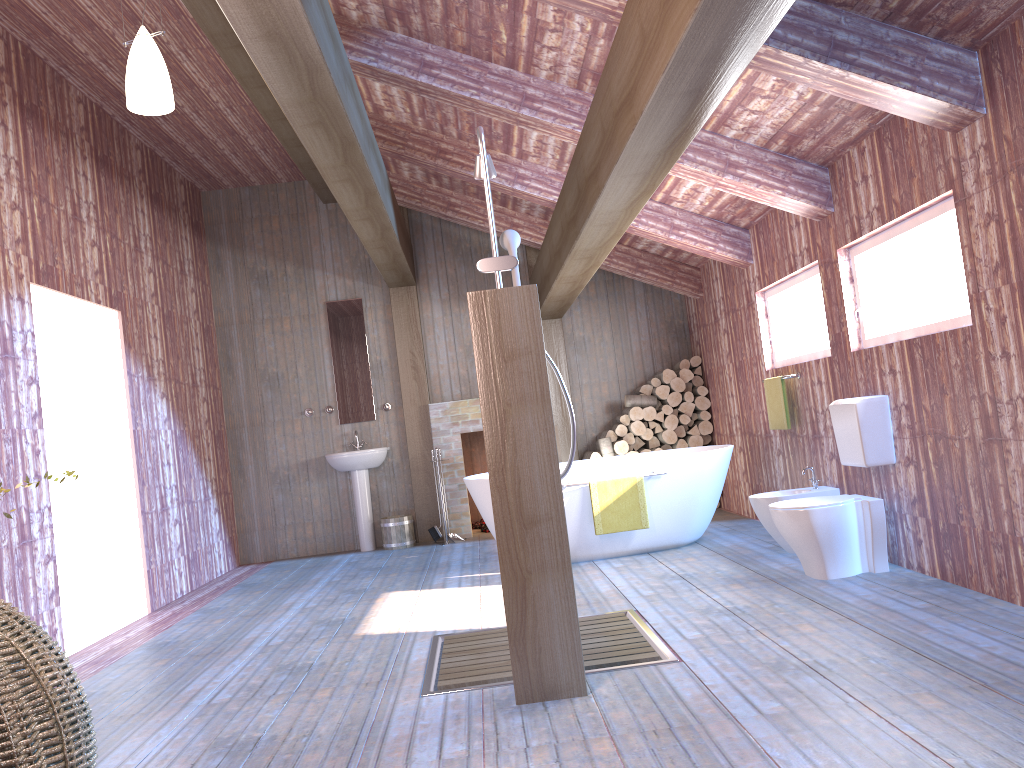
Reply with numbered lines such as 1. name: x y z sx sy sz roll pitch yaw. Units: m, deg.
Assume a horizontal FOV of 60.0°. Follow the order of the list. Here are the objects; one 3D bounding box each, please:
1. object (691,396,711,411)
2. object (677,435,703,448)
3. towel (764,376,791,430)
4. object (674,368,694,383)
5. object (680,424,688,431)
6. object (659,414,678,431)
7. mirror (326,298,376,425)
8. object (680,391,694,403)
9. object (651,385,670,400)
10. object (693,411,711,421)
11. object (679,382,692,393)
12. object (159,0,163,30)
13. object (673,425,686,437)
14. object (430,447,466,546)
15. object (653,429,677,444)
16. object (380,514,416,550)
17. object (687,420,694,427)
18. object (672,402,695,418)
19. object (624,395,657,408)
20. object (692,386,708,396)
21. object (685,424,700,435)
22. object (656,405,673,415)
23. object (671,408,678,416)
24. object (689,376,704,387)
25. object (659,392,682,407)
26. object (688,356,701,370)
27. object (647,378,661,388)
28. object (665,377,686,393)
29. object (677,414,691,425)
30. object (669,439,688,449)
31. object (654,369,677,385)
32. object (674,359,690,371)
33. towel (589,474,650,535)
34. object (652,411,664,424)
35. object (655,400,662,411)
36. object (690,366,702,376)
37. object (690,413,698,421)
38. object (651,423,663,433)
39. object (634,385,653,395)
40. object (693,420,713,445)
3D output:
1. object: 1.765 0.185 8.450 0.147 0.152 0.439 -7 -3 -2
2. object: 1.692 0.552 8.431 0.137 0.133 0.437 -7 -3 -4
3. towel: 1.822 0.134 6.099 0.032 0.361 0.370 -7 -3 -2
4. object: 1.621 -0.067 8.476 0.133 0.142 0.456 -7 -3 -1
5. object: 1.619 0.415 8.415 0.065 0.069 0.177 -7 -3 -3
6. object: 1.471 0.372 8.425 0.136 0.157 0.439 -7 -3 -2
7. mirror: -1.561 -0.223 8.587 0.350 1.199 0.009 -7 -3 -3
8. object: 1.639 0.131 8.443 0.089 0.106 0.437 -7 -3 -1
9. object: 1.393 0.084 8.456 0.139 0.148 0.458 -7 -3 -2
10. object: 1.788 0.302 8.441 0.102 0.109 0.438 -7 -3 -2
11. object: 1.646 0.051 8.551 0.132 0.119 0.319 -7 -3 -1
12. object: -0.228 -0.332 5.986 0.258 3.264 5.569 -8 -3 18
13. object: 1.554 0.449 8.410 0.111 0.118 0.302 -7 -3 -3
14. object: -0.676 1.034 8.240 0.276 0.888 0.333 -9 -4 39
15. object: 1.443 0.500 8.416 0.141 0.143 0.437 -7 -3 -4
16. object: -1.066 1.384 8.282 0.309 0.290 0.308 -7 -3 8
17. object: 1.673 0.371 8.420 0.067 0.069 0.177 -7 -3 -2
18. object: 1.620 0.252 8.466 0.172 0.151 0.482 -7 -3 -1
19. object: 1.208 0.162 8.324 0.302 0.157 0.121 -7 -3 -2
20. object: 1.764 0.072 8.453 0.102 0.109 0.438 -7 -3 -2
21. object: 1.679 0.436 8.429 0.115 0.112 0.423 -7 -3 -2
22. object: 1.433 0.246 8.427 0.102 0.109 0.438 -7 -3 -2
23. object: 1.514 0.284 8.409 0.095 0.090 0.278 -7 -3 -1
24. object: 1.749 -0.021 8.494 0.107 0.115 0.269 -7 -3 -1
25. object: 1.502 0.160 8.438 0.143 0.151 0.440 -7 -3 -2
26. object: 1.731 -0.202 8.504 0.112 0.113 0.271 -7 -3 -2
27. object: 1.349 -0.011 8.431 0.094 0.097 0.227 -7 -3 -2
28. object: 1.525 0.020 8.447 0.141 0.143 0.437 -7 -3 -4
29. object: 1.596 0.335 8.430 0.102 0.109 0.438 -7 -3 -2
30. object: 1.570 0.575 8.392 0.114 0.113 0.301 -7 -3 -5
31. object: 1.461 -0.064 8.468 0.135 0.139 0.456 -7 -3 -1
32. object: 1.628 -0.166 8.496 0.104 0.121 0.270 -7 -3 -1
33. towel: 0.713 0.803 5.901 0.370 0.361 0.032 -7 -3 -6
34. object: 1.353 0.327 8.419 0.109 0.124 0.424 -7 -3 -3
35. object: 1.351 0.199 8.527 0.121 0.124 0.291 -7 -3 -2
36. object: 1.745 -0.117 8.515 0.081 0.100 0.281 -7 -3 -3
37. object: 1.725 0.312 8.483 0.088 0.092 0.280 -7 -3 -2
38. object: 1.368 0.417 8.422 0.085 0.096 0.280 -7 -3 -2
39. object: 1.269 0.075 8.530 0.140 0.121 0.319 -7 -3 -1
40. object: 1.797 0.468 8.442 0.137 0.256 0.439 -7 -3 -2
